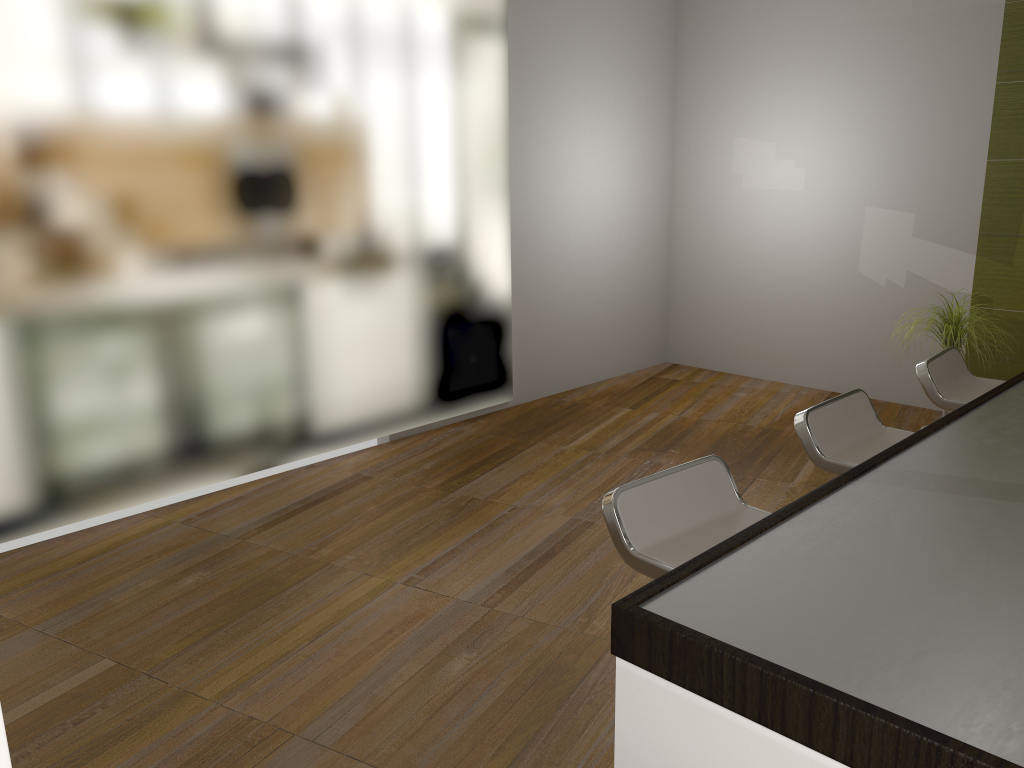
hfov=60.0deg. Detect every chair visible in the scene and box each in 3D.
[{"bbox_3d":[1.082,0.488,2.554,0.418,0.857,0.460,-15,20,-43],"label":"chair"},{"bbox_3d":[1.679,0.332,3.135,0.460,0.857,0.418,11,18,39],"label":"chair"},{"bbox_3d":[0.486,0.644,1.974,0.418,0.857,0.460,-12,18,-38],"label":"chair"}]

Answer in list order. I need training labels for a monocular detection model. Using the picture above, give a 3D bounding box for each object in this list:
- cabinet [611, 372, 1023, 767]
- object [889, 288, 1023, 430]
[{"bbox_3d":[1.376,0.542,1.768,0.663,1.134,2.947,13,20,43],"label":"cabinet"},{"bbox_3d":[2.141,-0.007,4.340,0.585,0.904,0.606,3,15,13],"label":"object"}]
